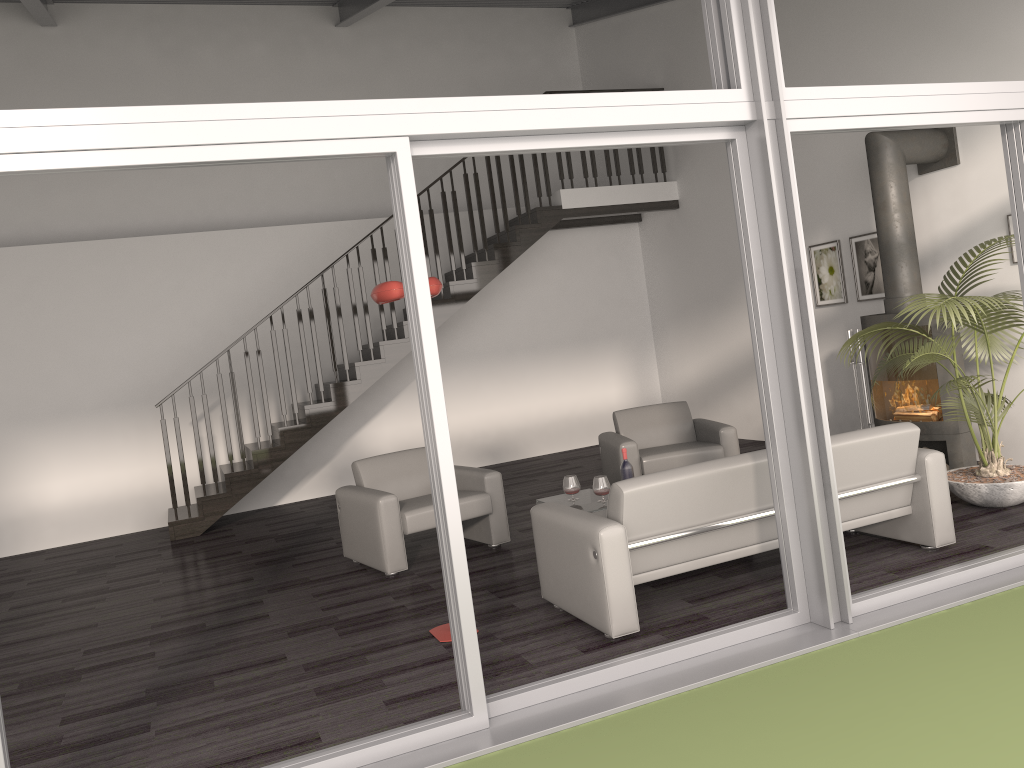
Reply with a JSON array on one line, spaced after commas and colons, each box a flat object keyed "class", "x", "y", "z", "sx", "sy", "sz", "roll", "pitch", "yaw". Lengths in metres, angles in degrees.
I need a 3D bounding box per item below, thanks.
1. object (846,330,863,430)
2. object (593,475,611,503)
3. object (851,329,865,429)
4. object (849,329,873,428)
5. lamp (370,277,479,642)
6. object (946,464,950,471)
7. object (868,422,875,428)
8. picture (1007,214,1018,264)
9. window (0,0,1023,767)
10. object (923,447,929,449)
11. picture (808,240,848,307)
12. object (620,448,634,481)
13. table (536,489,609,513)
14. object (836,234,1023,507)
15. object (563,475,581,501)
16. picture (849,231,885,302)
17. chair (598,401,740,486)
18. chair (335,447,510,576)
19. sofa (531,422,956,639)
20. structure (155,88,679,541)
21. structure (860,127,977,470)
[{"class": "object", "x": 2.865, "y": 0.062, "z": 7.393, "sx": 0.078, "sy": 1.019, "sz": 0.167, "roll": -7, "pitch": 1, "yaw": 31}, {"class": "object", "x": 0.562, "y": 0.656, "z": 5.548, "sx": 0.116, "sy": 0.155, "sz": 0.115, "roll": -9, "pitch": 2, "yaw": -30}, {"class": "object", "x": 2.930, "y": 0.026, "z": 7.540, "sx": 0.115, "sy": 0.983, "sz": 0.042, "roll": -7, "pitch": 1, "yaw": 44}, {"class": "object", "x": 2.982, "y": 0.095, "z": 7.457, "sx": 0.400, "sy": 1.125, "sz": 0.401, "roll": -7, "pitch": 1, "yaw": 29}, {"class": "lamp", "x": -0.417, "y": 0.368, "z": 4.470, "sx": 0.354, "sy": 1.787, "sz": 0.364, "roll": -8, "pitch": 1, "yaw": -21}, {"class": "object", "x": 3.161, "y": 0.584, "z": 6.533, "sx": 0.072, "sy": 0.186, "sz": 0.254, "roll": -8, "pitch": 2, "yaw": -20}, {"class": "object", "x": 3.011, "y": 0.058, "z": 7.383, "sx": 0.145, "sy": 1.052, "sz": 0.075, "roll": -7, "pitch": 1, "yaw": 30}, {"class": "picture", "x": 3.648, "y": -1.043, "z": 6.258, "sx": 0.015, "sy": 0.352, "sz": 0.288, "roll": -8, "pitch": 2, "yaw": -21}, {"class": "window", "x": -0.355, "y": -0.425, "z": 3.282, "sx": 9.763, "sy": 3.470, "sz": 0.384, "roll": -9, "pitch": 1, "yaw": -21}, {"class": "object", "x": 3.101, "y": 0.574, "z": 6.848, "sx": 0.104, "sy": 0.192, "sz": 0.305, "roll": -8, "pitch": 2, "yaw": -19}, {"class": "picture", "x": 2.914, "y": -1.014, "z": 8.177, "sx": 0.026, "sy": 0.577, "sz": 0.393, "roll": -8, "pitch": 1, "yaw": -21}, {"class": "object", "x": 0.761, "y": 0.608, "z": 5.835, "sx": 0.093, "sy": 0.370, "sz": 0.092, "roll": -8, "pitch": 1, "yaw": -22}, {"class": "table", "x": 0.489, "y": 0.911, "z": 5.670, "sx": 0.401, "sy": 0.341, "sz": 0.679, "roll": -8, "pitch": 3, "yaw": -21}, {"class": "object", "x": 2.817, "y": -0.062, "z": 5.626, "sx": 2.124, "sy": 1.666, "sz": 1.716, "roll": -9, "pitch": 2, "yaw": -26}, {"class": "object", "x": 0.386, "y": 0.671, "z": 5.726, "sx": 0.116, "sy": 0.155, "sz": 0.116, "roll": -8, "pitch": 1, "yaw": -12}, {"class": "picture", "x": 3.106, "y": -1.015, "z": 7.677, "sx": 0.026, "sy": 0.577, "sz": 0.393, "roll": -8, "pitch": 1, "yaw": -21}, {"class": "chair", "x": 1.263, "y": 0.548, "z": 7.197, "sx": 0.963, "sy": 0.717, "sz": 0.910, "roll": -8, "pitch": 2, "yaw": -6}, {"class": "chair", "x": -0.642, "y": 0.853, "z": 6.290, "sx": 0.965, "sy": 0.717, "sz": 0.908, "roll": -9, "pitch": 2, "yaw": -31}, {"class": "sofa", "x": 1.216, "y": 0.676, "z": 4.777, "sx": 2.118, "sy": 0.717, "sz": 0.901, "roll": -9, "pitch": 2, "yaw": -21}, {"class": "structure", "x": -0.695, "y": -1.021, "z": 9.810, "sx": 6.354, "sy": 4.092, "sz": 0.999, "roll": -9, "pitch": 1, "yaw": -21}, {"class": "structure", "x": 3.298, "y": -0.699, "z": 6.846, "sx": 1.118, "sy": 2.673, "sz": 0.817, "roll": -8, "pitch": 1, "yaw": -21}]
